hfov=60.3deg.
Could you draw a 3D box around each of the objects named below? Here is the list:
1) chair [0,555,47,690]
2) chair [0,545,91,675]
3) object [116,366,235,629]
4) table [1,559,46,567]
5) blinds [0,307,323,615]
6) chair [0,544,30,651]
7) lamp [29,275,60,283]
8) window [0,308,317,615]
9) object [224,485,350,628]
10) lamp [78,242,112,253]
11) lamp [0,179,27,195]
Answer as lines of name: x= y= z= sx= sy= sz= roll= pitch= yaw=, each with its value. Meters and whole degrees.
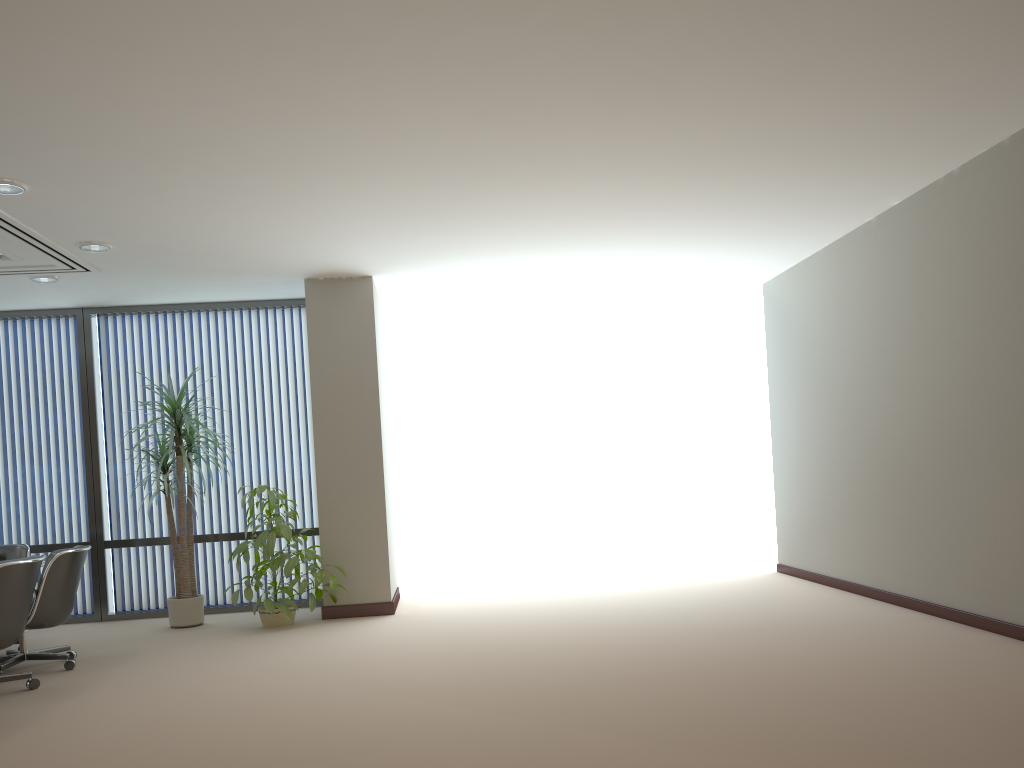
chair: x=-4.181 y=1.567 z=5.401 sx=2.525 sy=0.858 sz=0.761 roll=-3 pitch=-2 yaw=-5
chair: x=-3.454 y=1.615 z=6.286 sx=0.851 sy=0.858 sz=0.737 roll=-3 pitch=-2 yaw=-10
object: x=-2.960 y=1.029 z=7.922 sx=1.015 sy=2.312 sz=1.035 roll=-3 pitch=-1 yaw=-30
table: x=-4.134 y=1.579 z=5.007 sx=1.505 sy=0.747 sz=4.090 roll=-3 pitch=-6 yaw=-5
blinds: x=-4.409 y=0.804 z=8.601 sx=4.925 sy=2.908 sz=0.050 roll=-3 pitch=0 yaw=-5
chair: x=-4.267 y=1.734 z=7.000 sx=0.758 sy=0.858 sz=0.856 roll=-3 pitch=-3 yaw=-5
lamp: x=-3.864 y=-0.863 z=7.287 sx=0.225 sy=0.035 sz=0.226 roll=-2 pitch=-6 yaw=-15
window: x=-5.634 y=0.743 z=7.219 sx=3.547 sy=2.906 sz=7.369 roll=-6 pitch=-6 yaw=40
object: x=-2.002 y=1.525 z=7.700 sx=0.977 sy=1.311 sz=0.860 roll=-2 pitch=-2 yaw=-34
lamp: x=-3.047 y=-0.995 z=6.443 sx=0.225 sy=0.035 sz=0.225 roll=-5 pitch=-6 yaw=19
lamp: x=-2.939 y=-1.136 z=5.111 sx=0.225 sy=0.035 sz=0.225 roll=-5 pitch=-6 yaw=19
